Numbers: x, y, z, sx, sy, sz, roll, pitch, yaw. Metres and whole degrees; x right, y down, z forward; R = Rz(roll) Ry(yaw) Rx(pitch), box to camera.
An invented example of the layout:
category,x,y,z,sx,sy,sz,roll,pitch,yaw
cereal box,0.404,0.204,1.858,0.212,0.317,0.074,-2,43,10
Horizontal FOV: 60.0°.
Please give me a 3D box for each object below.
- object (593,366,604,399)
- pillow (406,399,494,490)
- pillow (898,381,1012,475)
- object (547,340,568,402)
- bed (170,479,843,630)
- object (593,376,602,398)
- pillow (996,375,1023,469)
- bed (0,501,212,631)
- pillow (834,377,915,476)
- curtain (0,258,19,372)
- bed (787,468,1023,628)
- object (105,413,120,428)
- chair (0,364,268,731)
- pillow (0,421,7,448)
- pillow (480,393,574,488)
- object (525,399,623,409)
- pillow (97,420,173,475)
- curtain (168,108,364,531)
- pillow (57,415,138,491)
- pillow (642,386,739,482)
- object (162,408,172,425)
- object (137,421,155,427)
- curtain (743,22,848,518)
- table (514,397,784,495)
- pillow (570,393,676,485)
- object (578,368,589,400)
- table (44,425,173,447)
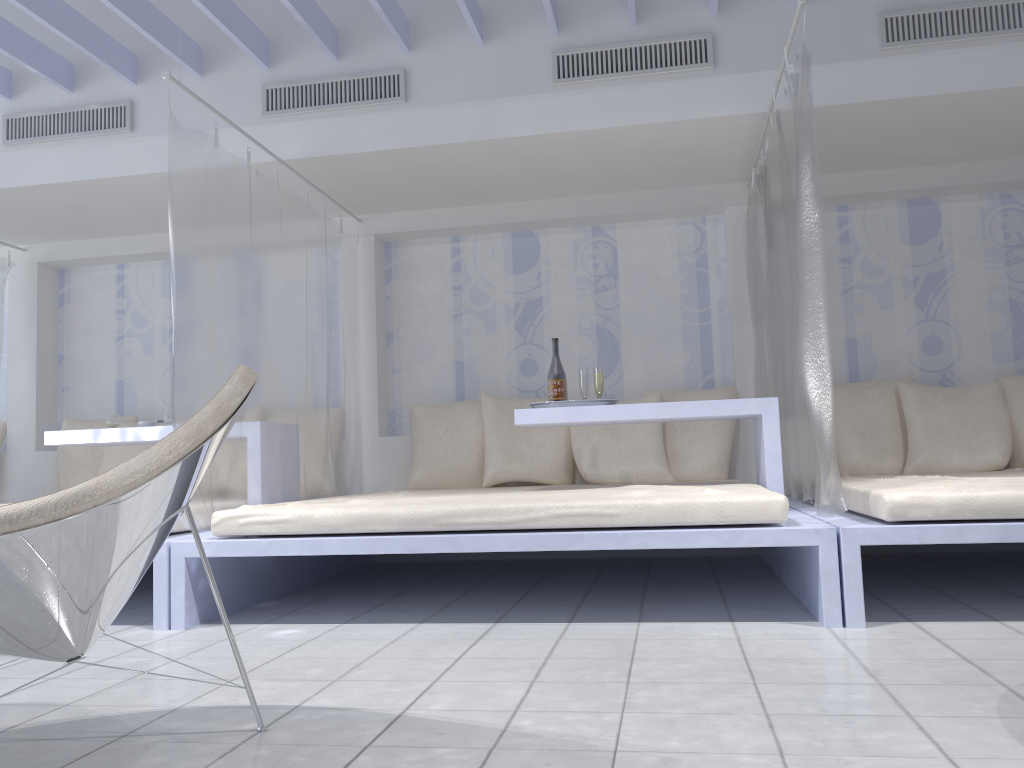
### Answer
category,x,y,z,sx,sy,sz,roll,pitch,yaw
object,0.376,0.011,3.830,0.059,0.174,0.059,0,-5,-22
pillow,-0.334,0.346,4.918,0.524,0.521,0.230,-3,-5,12
pillow,2.183,0.209,4.397,0.528,0.482,0.307,-3,-5,15
object,0.196,-0.049,3.909,0.092,0.302,0.092,0,-5,-23
bed,0.081,0.658,3.860,2.200,0.422,2.022,-3,-5,10
object,0.381,0.016,3.894,0.059,0.174,0.059,0,-5,-22
pillow,2.689,0.164,4.366,0.537,0.527,0.233,-5,-6,30
bed,-2.092,0.767,4.224,2.200,0.427,2.016,-3,-5,10
pillow,1.863,0.220,4.545,0.572,0.510,0.231,-3,-5,9
curtain,-3.224,-0.069,4.443,0.151,1.552,2.050,-3,-5,10
bed,2.252,0.542,3.464,2.200,0.427,2.016,-3,-5,10
object,-1.977,0.193,4.394,0.068,0.091,0.068,-6,-6,36
chair,-0.872,0.336,1.737,0.753,0.759,0.906,0,-5,-20
pillow,-3.420,0.493,5.468,0.572,0.510,0.231,-3,-5,11
pillow,0.085,0.298,4.821,0.537,0.527,0.233,-1,-5,-10
object,0.268,0.095,3.871,0.429,0.031,0.275,-3,-5,11
pillow,-2.161,0.433,5.156,0.528,0.482,0.307,-3,-5,15
curtain,-1.034,-0.158,4.100,0.125,1.559,1.998,-3,-5,8
pillow,-2.482,0.445,5.304,0.572,0.510,0.231,-3,-5,9
pillow,0.924,0.269,4.709,0.572,0.510,0.231,-3,-5,11
object,-1.621,0.163,4.204,0.068,0.091,0.068,-6,-6,36
object,-1.797,0.207,4.356,0.082,0.043,0.082,1,-6,-29
curtain,1.121,-0.294,3.684,0.151,1.552,2.050,-3,-5,10
table,0.577,0.319,3.792,1.065,0.450,0.416,-3,-5,10
pillow,0.573,0.292,4.678,0.528,0.482,0.307,-3,-5,5
object,0.317,0.020,3.906,0.059,0.174,0.059,0,-5,-22
table,-1.584,0.431,4.170,1.065,0.450,0.416,-3,-5,10
